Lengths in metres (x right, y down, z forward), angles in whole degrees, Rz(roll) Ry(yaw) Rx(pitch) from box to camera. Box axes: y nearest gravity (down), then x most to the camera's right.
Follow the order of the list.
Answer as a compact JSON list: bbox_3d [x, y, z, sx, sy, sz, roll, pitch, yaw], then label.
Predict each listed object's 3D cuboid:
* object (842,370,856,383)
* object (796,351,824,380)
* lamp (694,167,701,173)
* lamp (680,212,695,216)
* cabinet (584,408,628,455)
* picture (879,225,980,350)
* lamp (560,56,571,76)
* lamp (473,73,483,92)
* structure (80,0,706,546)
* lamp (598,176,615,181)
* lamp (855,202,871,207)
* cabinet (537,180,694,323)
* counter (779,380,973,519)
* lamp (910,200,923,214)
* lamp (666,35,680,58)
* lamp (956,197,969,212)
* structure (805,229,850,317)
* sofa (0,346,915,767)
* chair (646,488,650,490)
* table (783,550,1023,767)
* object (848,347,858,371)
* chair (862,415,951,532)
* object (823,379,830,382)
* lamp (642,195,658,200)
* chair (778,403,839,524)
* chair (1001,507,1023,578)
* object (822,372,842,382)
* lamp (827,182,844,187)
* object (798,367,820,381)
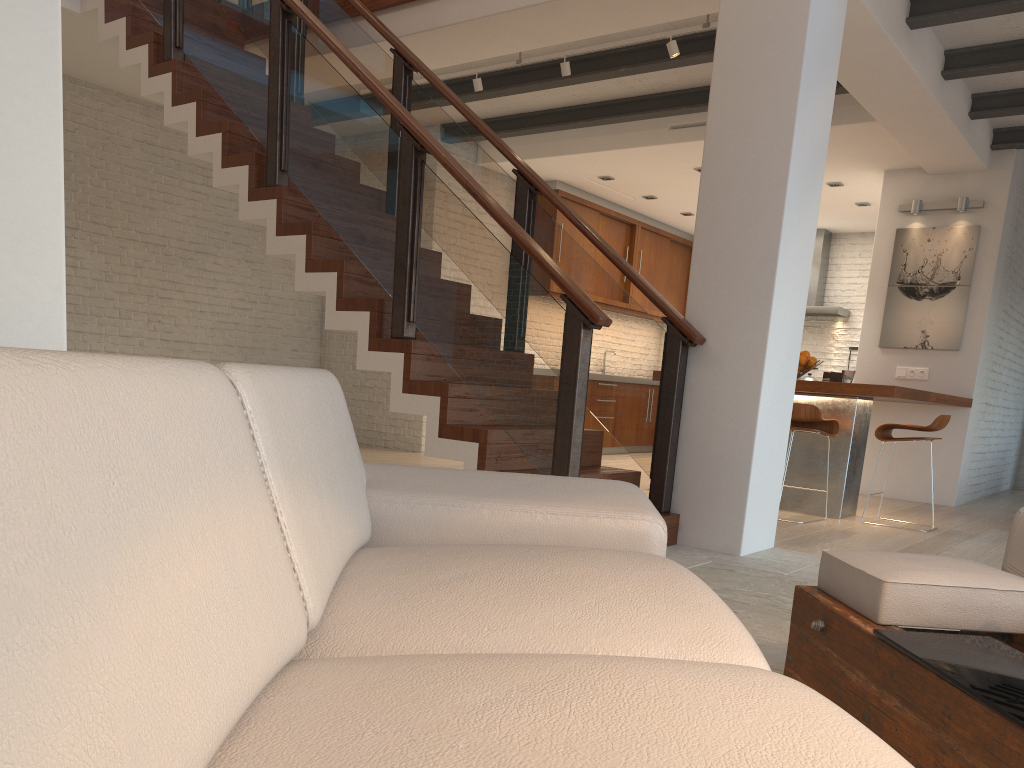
[{"bbox_3d":[2.312,-0.049,6.001,0.091,0.086,0.089,1,6,-38],"label":"object"},{"bbox_3d":[2.050,-0.128,6.290,0.365,0.226,0.357,5,3,2],"label":"object"},{"bbox_3d":[1.755,-1.987,8.008,0.122,0.056,0.123,6,2,37],"label":"lamp"},{"bbox_3d":[2.018,-1.971,10.022,0.122,0.056,0.123,6,2,37],"label":"lamp"},{"bbox_3d":[2.427,-0.492,10.127,4.779,2.899,2.218,5,7,1],"label":"cabinet"},{"bbox_3d":[3.551,-0.815,7.448,0.645,1.038,0.020,10,12,36],"label":"picture"},{"bbox_3d":[0.350,-2.061,5.678,0.060,0.132,0.085,11,10,39],"label":"lamp"},{"bbox_3d":[-0.239,-2.108,6.115,0.060,0.132,0.085,11,10,39],"label":"lamp"},{"bbox_3d":[1.038,-1.266,4.864,10.019,4.224,13.798,6,2,37],"label":"structure"},{"bbox_3d":[0.935,-2.053,8.616,0.122,0.056,0.123,6,2,37],"label":"lamp"},{"bbox_3d":[3.573,-1.846,8.868,0.122,0.056,0.123,6,2,37],"label":"lamp"},{"bbox_3d":[1.274,-1.427,10.420,0.454,1.187,3.328,11,5,37],"label":"cabinet"},{"bbox_3d":[2.421,0.480,6.932,1.663,0.938,2.486,6,2,37],"label":"counter"},{"bbox_3d":[3.427,-1.499,7.387,0.080,0.106,0.078,1,7,-25],"label":"lamp"},{"bbox_3d":[0.964,-2.012,5.214,0.087,0.132,0.058,4,9,-3],"label":"lamp"},{"bbox_3d":[3.709,-1.477,7.178,0.080,0.106,0.078,1,7,-25],"label":"lamp"},{"bbox_3d":[3.563,-1.336,10.480,0.971,1.014,0.453,8,9,36],"label":"structure"},{"bbox_3d":[-0.168,0.372,1.216,1.144,0.770,2.287,4,1,-3],"label":"sofa"},{"bbox_3d":[1.352,0.473,6.916,0.416,0.792,0.401,10,10,37],"label":"chair"},{"bbox_3d":[1.555,0.673,1.217,1.971,0.438,2.166,4,1,-2],"label":"table"},{"bbox_3d":[4.262,-0.236,10.305,0.660,0.398,0.139,7,9,36],"label":"object"},{"bbox_3d":[2.700,0.581,5.915,0.416,0.792,0.401,10,10,37],"label":"chair"},{"bbox_3d":[2.333,-0.011,6.032,0.390,0.035,0.197,5,0,41],"label":"object"},{"bbox_3d":[1.477,-2.012,9.319,0.122,0.056,0.123,6,2,37],"label":"lamp"},{"bbox_3d":[1.893,0.518,5.847,0.398,0.792,0.418,11,10,37],"label":"chair"},{"bbox_3d":[2.076,0.425,2.362,0.972,1.038,1.006,0,7,-36],"label":"chair"},{"bbox_3d":[2.258,-0.041,6.137,0.094,0.084,0.112,4,4,-8],"label":"object"},{"bbox_3d":[3.031,-1.887,8.165,0.122,0.056,0.123,6,2,37],"label":"lamp"},{"bbox_3d":[3.558,-0.071,10.434,0.263,0.281,0.257,1,7,-31],"label":"object"}]
